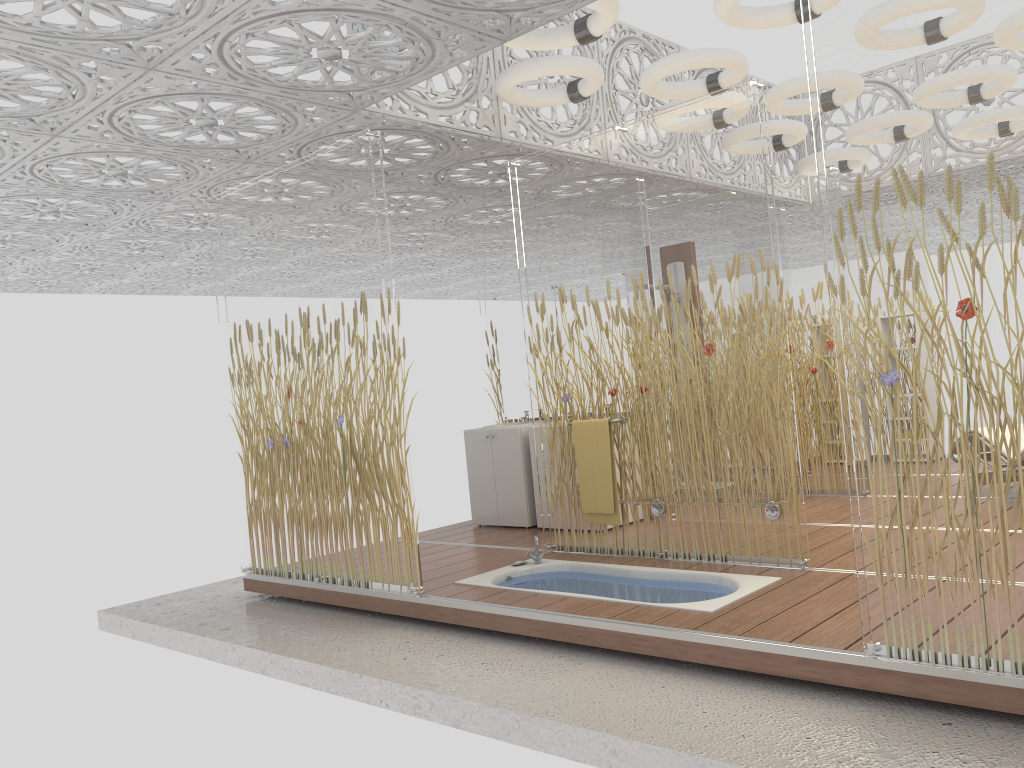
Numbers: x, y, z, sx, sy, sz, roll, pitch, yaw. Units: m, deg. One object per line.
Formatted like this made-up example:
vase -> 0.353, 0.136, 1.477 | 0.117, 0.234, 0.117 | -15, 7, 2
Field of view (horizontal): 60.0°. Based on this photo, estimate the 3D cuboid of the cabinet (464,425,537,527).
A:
cabinet -> 0.047, 0.733, 7.322 | 0.643, 0.782, 0.549 | -6, -1, 43

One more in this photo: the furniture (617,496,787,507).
furniture -> 1.024, 0.646, 4.890 | 0.977, 0.014, 0.178 | -6, -1, 43

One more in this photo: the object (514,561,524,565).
object -> 0.046, 1.106, 5.491 | 0.066, 0.016, 0.035 | -5, -1, -38

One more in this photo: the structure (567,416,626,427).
structure -> 0.506, 0.235, 5.495 | 0.442, 0.047, 0.078 | -6, -1, 43

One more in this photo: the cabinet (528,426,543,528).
cabinet -> 0.572, 0.679, 6.833 | 0.643, 0.782, 0.549 | -6, -1, 43

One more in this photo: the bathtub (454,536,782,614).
bathtub -> 0.528, 1.184, 4.835 | 1.700, 0.582, 0.700 | -6, -1, 43

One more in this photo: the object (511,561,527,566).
object -> 0.046, 1.113, 5.491 | 0.108, 0.011, 0.065 | -5, -1, -38

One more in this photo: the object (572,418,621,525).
object -> 0.519, 0.543, 5.472 | 0.283, 0.656, 0.042 | -6, -1, 43

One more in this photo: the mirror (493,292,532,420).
mirror -> 0.406, -0.277, 7.286 | 1.422, 1.081, 0.009 | -6, -1, 43

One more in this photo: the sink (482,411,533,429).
sink -> 0.023, 0.365, 7.338 | 0.573, 0.266, 0.499 | -6, -1, 40
